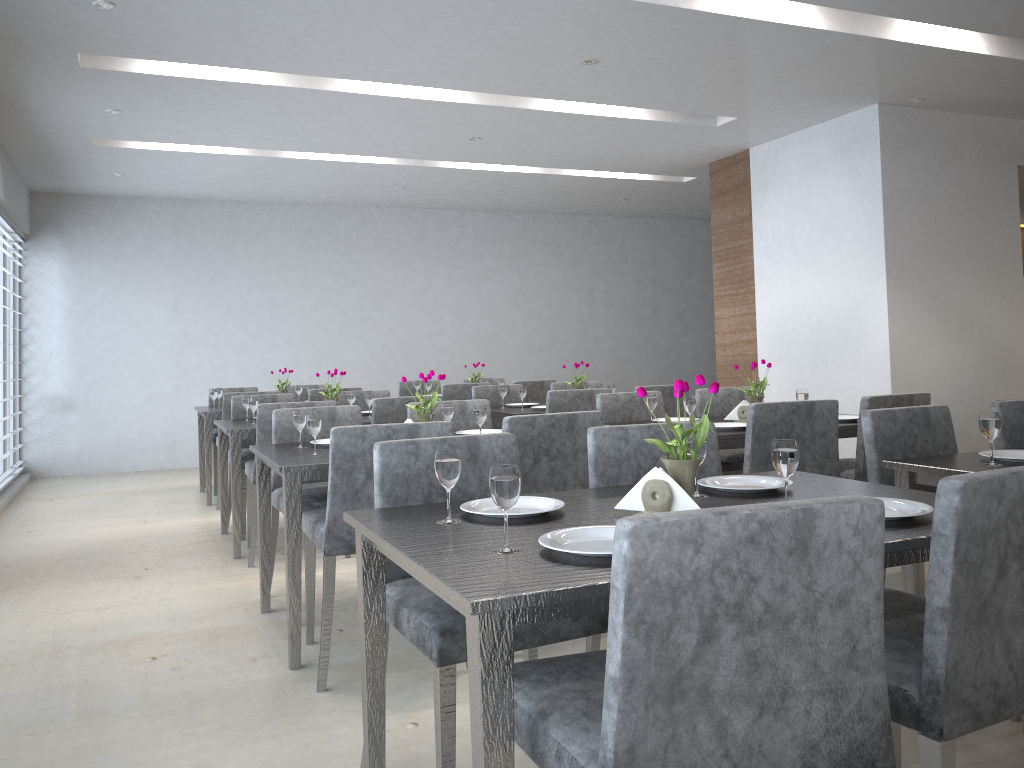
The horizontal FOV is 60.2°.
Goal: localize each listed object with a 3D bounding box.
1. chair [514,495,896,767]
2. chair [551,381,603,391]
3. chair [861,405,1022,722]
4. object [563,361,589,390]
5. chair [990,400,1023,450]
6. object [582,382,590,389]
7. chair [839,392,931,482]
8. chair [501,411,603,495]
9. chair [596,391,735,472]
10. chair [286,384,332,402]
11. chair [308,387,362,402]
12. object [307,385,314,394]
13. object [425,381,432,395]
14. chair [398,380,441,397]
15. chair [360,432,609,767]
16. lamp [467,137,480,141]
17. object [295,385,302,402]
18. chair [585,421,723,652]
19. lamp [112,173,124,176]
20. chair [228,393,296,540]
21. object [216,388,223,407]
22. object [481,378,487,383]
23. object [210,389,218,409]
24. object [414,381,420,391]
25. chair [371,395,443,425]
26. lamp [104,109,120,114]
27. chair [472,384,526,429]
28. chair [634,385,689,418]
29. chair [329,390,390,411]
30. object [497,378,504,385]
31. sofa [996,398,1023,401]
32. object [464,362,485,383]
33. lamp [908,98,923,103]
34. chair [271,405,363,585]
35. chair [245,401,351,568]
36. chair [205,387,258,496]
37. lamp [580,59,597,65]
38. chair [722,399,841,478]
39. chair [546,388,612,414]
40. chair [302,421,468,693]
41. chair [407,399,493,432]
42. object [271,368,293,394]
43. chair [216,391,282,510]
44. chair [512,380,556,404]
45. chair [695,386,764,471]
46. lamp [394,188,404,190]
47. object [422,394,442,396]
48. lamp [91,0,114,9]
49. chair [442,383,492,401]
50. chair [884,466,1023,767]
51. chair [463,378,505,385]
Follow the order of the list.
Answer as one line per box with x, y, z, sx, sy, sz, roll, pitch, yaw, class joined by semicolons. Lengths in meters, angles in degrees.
0.246;0.529;1.304;0.477;0.764;0.491;-1;-1;-18;chair
0.525;0.371;5.894;0.477;0.764;0.491;-1;-1;-18;chair
1.352;0.458;2.561;0.477;0.764;0.491;-1;-1;-28;chair
0.405;-0.005;5.465;0.155;0.277;0.103;-1;-2;-26;object
1.856;0.438;2.767;0.477;0.764;0.491;-1;-1;-18;chair
0.476;0.056;5.659;0.053;0.139;0.053;-2;-2;25;object
1.442;0.418;3.714;0.477;0.764;0.491;-1;-1;-28;chair
0.045;0.475;3.119;0.477;0.764;0.491;-1;-1;-28;chair
0.689;0.425;4.116;0.477;0.764;0.491;-1;-1;-28;chair
-1.568;0.394;6.934;0.477;0.764;0.491;-1;-1;-18;chair
-1.320;0.407;6.326;0.477;0.764;0.491;-1;-1;-28;chair
-1.483;0.081;6.520;0.053;0.139;0.053;-2;-2;25;object
-0.646;0.048;6.820;0.053;0.139;0.053;-2;-2;25;object
-0.676;0.357;7.323;0.477;0.764;0.491;-1;-1;-28;chair
-0.045;0.515;1.966;0.477;0.764;0.491;-1;-1;-28;chair
-0.272;-1.740;6.276;0.089;0.007;0.089;-1;2;22;lamp
-1.621;0.078;6.721;0.053;0.139;0.053;-2;-2;25;object
0.460;0.495;2.172;0.477;0.764;0.491;-1;-1;-18;chair
-3.180;-1.690;7.140;0.089;0.007;0.089;-1;2;22;lamp
-1.376;0.449;5.092;0.477;0.764;0.491;-1;-1;-28;chair
-2.153;0.099;6.495;0.053;0.139;0.053;-2;-2;25;object
-0.229;0.021;7.315;0.053;0.139;0.053;-2;-2;25;object
-2.091;0.107;6.202;0.053;0.139;0.053;-2;-2;25;object
-0.760;0.042;7.088;0.053;0.139;0.053;-2;-2;25;object
-0.624;0.442;4.691;0.477;0.764;0.491;-1;-1;-28;chair
-2.422;-1.652;5.359;0.089;0.007;0.089;-1;2;22;lamp
0.020;0.392;5.688;0.477;0.764;0.491;-1;-1;-28;chair
0.773;0.385;5.286;0.477;0.764;0.491;-1;-1;-28;chair
-0.871;0.429;5.299;0.477;0.764;0.491;-1;-1;-18;chair
-0.091;0.024;7.113;0.053;0.139;0.053;-2;-2;25;object
3.913;0.424;3.566;0.836;0.629;3.792;-2;2;-23;sofa
-0.291;-0.039;7.101;0.155;0.277;0.103;-1;-2;-26;object
2.556;-1.795;5.603;0.089;0.007;0.089;-1;2;22;lamp
-0.707;0.482;3.521;0.477;0.764;0.491;-1;-1;-28;chair
-1.086;0.463;4.431;0.477;0.764;0.491;-1;-1;-18;chair
-2.073;0.414;6.728;0.477;0.764;0.491;-1;-1;-28;chair
0.405;-1.707;4.686;0.089;0.007;0.089;-1;2;22;lamp
0.980;0.439;3.455;0.477;0.764;0.491;-1;-1;-18;chair
0.311;0.406;5.026;0.477;0.764;0.491;-1;-1;-18;chair
-0.417;0.496;2.859;0.477;0.764;0.491;-1;-1;-18;chair
-0.202;0.462;3.727;0.477;0.764;0.491;-1;-1;-18;chair
-1.688;0.018;6.506;0.155;0.277;0.103;-1;-2;-26;object
-1.782;0.428;6.067;0.477;0.764;0.491;-1;-1;-18;chair
0.077;0.350;6.921;0.477;0.764;0.491;-1;-1;-28;chair
1.194;0.405;4.322;0.477;0.764;0.491;-1;-1;-18;chair
-1.030;-1.778;8.056;0.089;0.007;0.089;-1;2;22;lamp
-0.630;0.098;7.180;0.217;0.015;0.217;-2;2;-8;object
-1.745;-1.619;3.770;0.089;0.007;0.089;-1;2;22;lamp
-0.385;0.371;6.662;0.477;0.764;0.491;-1;-1;-18;chair
0.708;0.508;1.564;0.477;0.764;0.491;-1;-1;-28;chair
-0.171;0.337;7.530;0.477;0.764;0.491;-1;-1;-18;chair
